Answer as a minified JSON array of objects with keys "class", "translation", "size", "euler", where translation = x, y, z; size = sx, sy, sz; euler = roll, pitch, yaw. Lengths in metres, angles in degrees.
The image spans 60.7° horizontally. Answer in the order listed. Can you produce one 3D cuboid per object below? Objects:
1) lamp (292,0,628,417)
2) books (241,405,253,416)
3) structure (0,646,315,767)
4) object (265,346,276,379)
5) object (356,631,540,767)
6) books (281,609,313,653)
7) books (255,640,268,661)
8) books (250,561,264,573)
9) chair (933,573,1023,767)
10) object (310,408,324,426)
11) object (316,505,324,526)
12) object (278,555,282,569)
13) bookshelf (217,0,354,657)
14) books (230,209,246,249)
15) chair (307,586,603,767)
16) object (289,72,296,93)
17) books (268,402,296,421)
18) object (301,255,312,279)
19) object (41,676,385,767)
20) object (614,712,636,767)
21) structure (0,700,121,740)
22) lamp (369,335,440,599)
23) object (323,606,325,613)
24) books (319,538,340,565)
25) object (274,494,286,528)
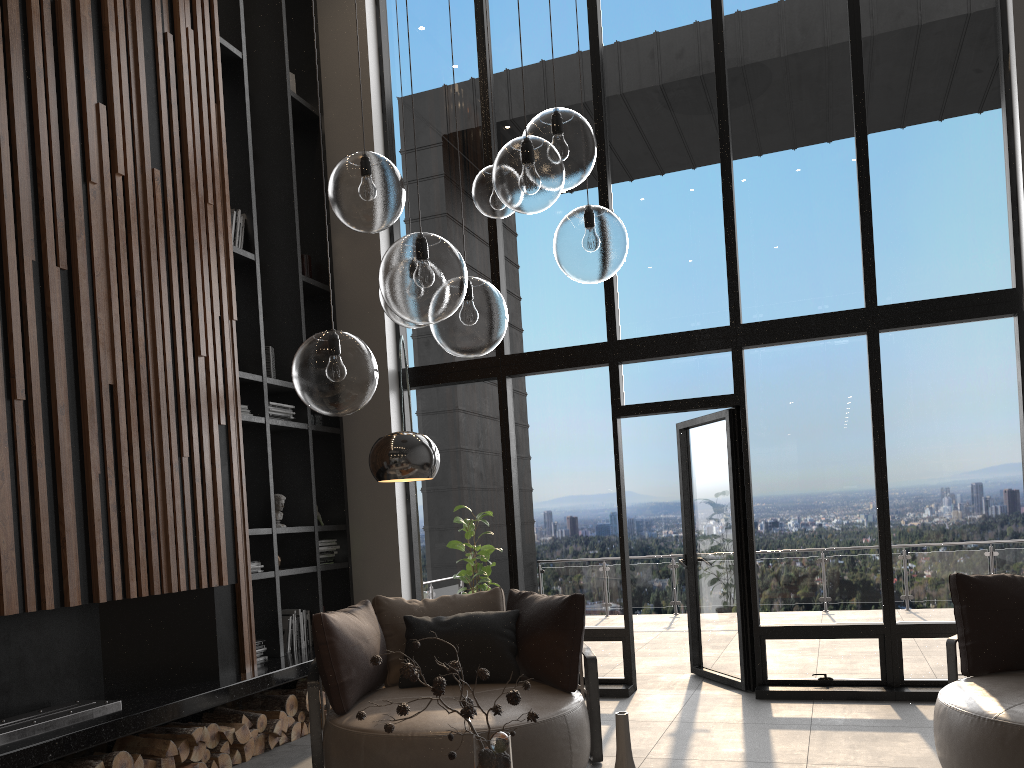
[{"class":"lamp","translation":[-0.261,-2.392,2.612],"size":[1.235,4.982,1.228],"euler":[-4,0,17]},{"class":"books","translation":[-1.888,0.183,5.755],"size":[0.328,0.071,0.176],"euler":[-7,-8,19]},{"class":"structure","translation":[-2.339,1.787,3.776],"size":[0.670,0.455,6.571],"euler":[-6,-9,19]},{"class":"object","translation":[-1.741,-0.128,6.202],"size":[0.104,0.259,0.104],"euler":[-3,-1,0]},{"class":"object","translation":[-0.201,1.062,2.683],"size":[0.541,0.601,0.319],"euler":[-3,-2,-9]},{"class":"books","translation":[-1.599,1.761,6.273],"size":[0.175,0.286,0.334],"euler":[-4,-5,20]},{"class":"books","translation":[-1.797,1.768,5.751],"size":[0.220,0.126,0.340],"euler":[-6,-8,19]},{"class":"books","translation":[-1.808,1.210,5.739],"size":[0.220,0.077,0.324],"euler":[-6,-9,19]},{"class":"chair","translation":[2.627,1.266,3.793],"size":[1.455,0.895,1.484],"euler":[-8,-8,36]},{"class":"object","translation":[-1.509,0.220,6.651],"size":[0.059,0.232,0.189],"euler":[-4,-3,22]},{"class":"object","translation":[-1.548,0.949,6.669],"size":[0.131,0.280,0.253],"euler":[-4,-4,12]},{"class":"object","translation":[-1.683,1.243,6.208],"size":[0.100,0.142,0.103],"euler":[-2,-3,-32]},{"class":"bookshelf","translation":[-1.787,-0.751,6.187],"size":[0.339,5.299,1.456],"euler":[-3,0,20]},{"class":"books","translation":[-1.934,-1.023,5.759],"size":[0.186,0.298,0.369],"euler":[-4,-5,20]},{"class":"chair","translation":[-0.307,1.570,4.585],"size":[1.443,0.895,1.496],"euler":[2,-9,-43]},{"class":"object","translation":[-1.717,-2.234,6.652],"size":[0.084,0.259,0.134],"euler":[-4,-2,30]},{"class":"books","translation":[-1.712,0.215,6.209],"size":[0.220,0.127,0.324],"euler":[-6,-8,19]},{"class":"object","translation":[-1.592,-0.864,6.719],"size":[0.102,0.229,0.102],"euler":[-4,-1,5]},{"class":"object","translation":[-1.761,1.981,4.833],"size":[0.437,0.387,4.062],"euler":[-5,-9,21]},{"class":"object","translation":[0.227,1.087,2.370],"size":[0.318,0.396,0.319],"euler":[-6,-4,39]},{"class":"structure","translation":[-2.264,1.624,4.205],"size":[0.300,0.102,0.715],"euler":[-6,-9,19]},{"class":"lamp","translation":[-0.508,0.900,4.804],"size":[0.320,2.323,2.049],"euler":[-4,-4,-4]},{"class":"object","translation":[-1.436,1.814,6.617],"size":[0.082,0.265,0.081],"euler":[-4,-1,41]},{"class":"books","translation":[-1.499,1.277,6.649],"size":[0.219,0.189,0.375],"euler":[-5,-7,20]},{"class":"object","translation":[-1.677,0.902,6.203],"size":[0.137,0.244,0.137],"euler":[-2,-2,-29]}]
